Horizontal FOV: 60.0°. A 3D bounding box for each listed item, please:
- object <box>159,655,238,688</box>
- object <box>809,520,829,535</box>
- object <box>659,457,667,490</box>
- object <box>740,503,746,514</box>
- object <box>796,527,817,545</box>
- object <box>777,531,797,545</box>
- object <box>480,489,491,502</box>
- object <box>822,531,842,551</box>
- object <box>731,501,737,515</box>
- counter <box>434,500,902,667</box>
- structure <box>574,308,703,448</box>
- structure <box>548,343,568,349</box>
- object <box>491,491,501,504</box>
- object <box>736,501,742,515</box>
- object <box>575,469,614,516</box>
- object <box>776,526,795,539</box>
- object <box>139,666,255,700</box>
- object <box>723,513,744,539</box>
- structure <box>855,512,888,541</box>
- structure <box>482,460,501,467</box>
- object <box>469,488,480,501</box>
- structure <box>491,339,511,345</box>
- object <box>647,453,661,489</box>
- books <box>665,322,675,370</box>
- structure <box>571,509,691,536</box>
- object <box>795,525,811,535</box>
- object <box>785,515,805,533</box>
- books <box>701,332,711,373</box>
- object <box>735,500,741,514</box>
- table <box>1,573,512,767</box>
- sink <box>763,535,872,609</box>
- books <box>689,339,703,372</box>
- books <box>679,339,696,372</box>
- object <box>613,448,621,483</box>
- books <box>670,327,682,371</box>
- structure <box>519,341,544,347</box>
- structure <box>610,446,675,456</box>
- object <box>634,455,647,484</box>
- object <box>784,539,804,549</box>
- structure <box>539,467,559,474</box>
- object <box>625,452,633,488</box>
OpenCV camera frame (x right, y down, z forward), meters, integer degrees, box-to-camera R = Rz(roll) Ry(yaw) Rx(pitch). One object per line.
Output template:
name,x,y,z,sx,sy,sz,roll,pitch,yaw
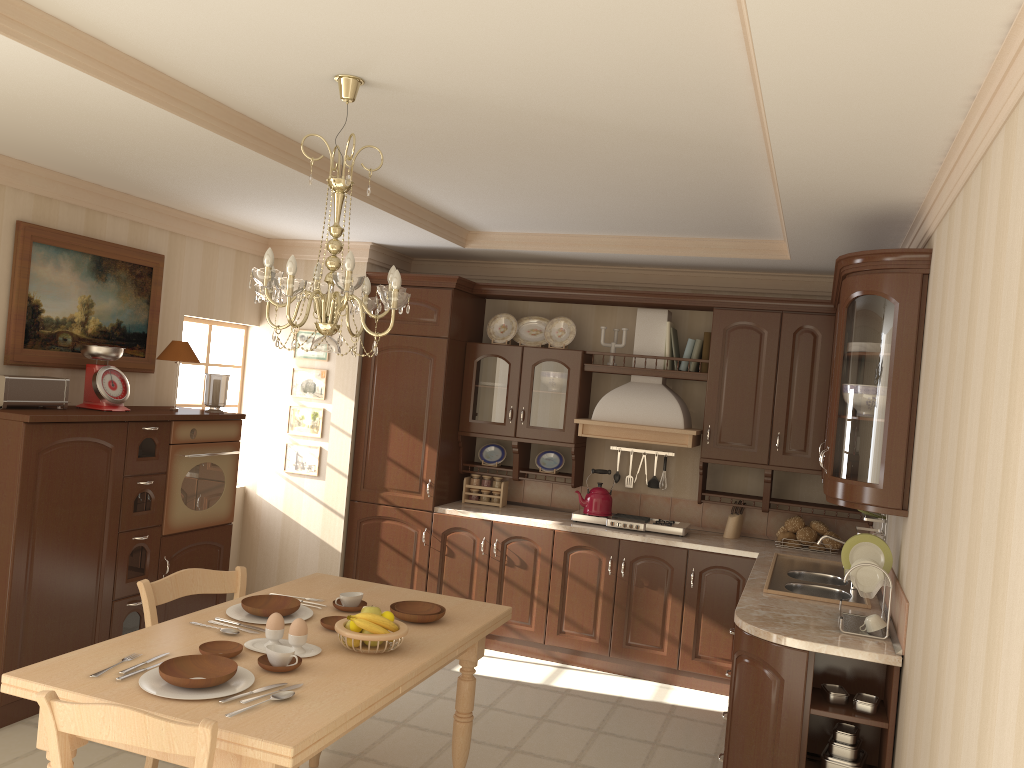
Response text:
object,-0.855,0.790,2.416,0.204,0.042,0.204,5,0,-11
object,1.836,0.857,5.298,0.112,0.078,0.125,5,0,13
object,0.987,0.581,5.749,0.049,0.219,0.049,5,0,-3
object,1.425,0.815,5.511,0.050,0.159,0.022,5,0,-11
object,1.746,0.898,5.260,0.115,0.102,0.110,5,0,-42
object,1.650,0.928,5.315,0.114,0.092,0.104,5,0,-24
object,-0.180,0.757,5.996,0.068,0.088,0.068,5,0,35
object,1.880,0.922,5.212,0.117,0.106,0.097,5,0,-25
object,1.365,0.825,5.510,0.053,0.198,0.027,5,0,3
counter,0.525,0.894,4.654,2.603,0.034,2.422,5,0,19
structure,0.844,-0.061,5.608,0.753,0.845,0.455,5,0,19
structure,0.308,-0.293,5.837,0.110,0.126,0.080,5,0,19
object,-0.105,0.763,5.976,0.068,0.088,0.068,5,0,35
object,1.395,0.822,5.487,0.053,0.198,0.027,5,0,3
object,0.534,0.674,5.552,0.181,0.282,0.227,5,0,42
object,1.662,0.911,5.386,0.123,0.109,0.092,5,0,-13
object,-0.856,0.808,2.416,0.299,0.009,0.299,5,0,-2
object,1.378,0.878,5.498,0.151,0.148,0.078,5,0,-33
structure,1.777,0.604,4.377,0.131,0.361,0.256,5,0,19
structure,-0.135,0.493,6.028,0.110,0.126,0.080,5,0,19
object,-0.255,0.750,6.015,0.068,0.088,0.068,5,0,35
structure,-0.068,-0.326,5.968,0.110,0.126,0.080,5,0,19
object,0.935,0.565,5.781,0.088,0.236,0.028,5,0,19
books,1.011,-0.238,5.672,0.042,0.305,0.194,5,0,19
structure,0.735,0.857,5.526,0.710,0.054,0.325,5,0,19
object,1.767,0.891,5.359,0.113,0.092,0.110,5,0,-19
object,1.699,0.842,5.328,0.118,0.105,0.100,5,0,14
books,1.236,-0.192,5.588,0.052,0.254,0.205,5,0,19
object,1.394,0.817,5.521,0.052,0.191,0.027,5,0,-25
table,-0.711,1.215,2.946,0.900,0.774,1.567,5,0,19
sink,1.512,0.896,4.386,0.448,0.348,1.077,5,0,19
books,1.171,-0.175,5.607,0.080,0.209,0.205,5,0,19
books,1.126,-0.179,5.632,0.086,0.209,0.205,5,0,19
object,0.699,0.540,5.848,0.048,0.231,0.015,5,0,20
books,1.048,-0.217,5.666,0.068,0.271,0.194,5,0,19
structure,0.137,-0.308,5.955,0.154,0.126,0.080,5,0,19
structure,0.853,0.440,5.808,0.422,0.020,0.008,5,0,19
object,0.850,0.559,5.798,0.089,0.195,0.005,5,0,19
object,1.693,0.951,5.322,0.114,0.058,0.119,5,0,-16
structure,0.251,0.527,5.891,0.110,0.126,0.080,5,0,19
object,0.778,0.559,5.824,0.051,0.245,0.003,5,0,19
